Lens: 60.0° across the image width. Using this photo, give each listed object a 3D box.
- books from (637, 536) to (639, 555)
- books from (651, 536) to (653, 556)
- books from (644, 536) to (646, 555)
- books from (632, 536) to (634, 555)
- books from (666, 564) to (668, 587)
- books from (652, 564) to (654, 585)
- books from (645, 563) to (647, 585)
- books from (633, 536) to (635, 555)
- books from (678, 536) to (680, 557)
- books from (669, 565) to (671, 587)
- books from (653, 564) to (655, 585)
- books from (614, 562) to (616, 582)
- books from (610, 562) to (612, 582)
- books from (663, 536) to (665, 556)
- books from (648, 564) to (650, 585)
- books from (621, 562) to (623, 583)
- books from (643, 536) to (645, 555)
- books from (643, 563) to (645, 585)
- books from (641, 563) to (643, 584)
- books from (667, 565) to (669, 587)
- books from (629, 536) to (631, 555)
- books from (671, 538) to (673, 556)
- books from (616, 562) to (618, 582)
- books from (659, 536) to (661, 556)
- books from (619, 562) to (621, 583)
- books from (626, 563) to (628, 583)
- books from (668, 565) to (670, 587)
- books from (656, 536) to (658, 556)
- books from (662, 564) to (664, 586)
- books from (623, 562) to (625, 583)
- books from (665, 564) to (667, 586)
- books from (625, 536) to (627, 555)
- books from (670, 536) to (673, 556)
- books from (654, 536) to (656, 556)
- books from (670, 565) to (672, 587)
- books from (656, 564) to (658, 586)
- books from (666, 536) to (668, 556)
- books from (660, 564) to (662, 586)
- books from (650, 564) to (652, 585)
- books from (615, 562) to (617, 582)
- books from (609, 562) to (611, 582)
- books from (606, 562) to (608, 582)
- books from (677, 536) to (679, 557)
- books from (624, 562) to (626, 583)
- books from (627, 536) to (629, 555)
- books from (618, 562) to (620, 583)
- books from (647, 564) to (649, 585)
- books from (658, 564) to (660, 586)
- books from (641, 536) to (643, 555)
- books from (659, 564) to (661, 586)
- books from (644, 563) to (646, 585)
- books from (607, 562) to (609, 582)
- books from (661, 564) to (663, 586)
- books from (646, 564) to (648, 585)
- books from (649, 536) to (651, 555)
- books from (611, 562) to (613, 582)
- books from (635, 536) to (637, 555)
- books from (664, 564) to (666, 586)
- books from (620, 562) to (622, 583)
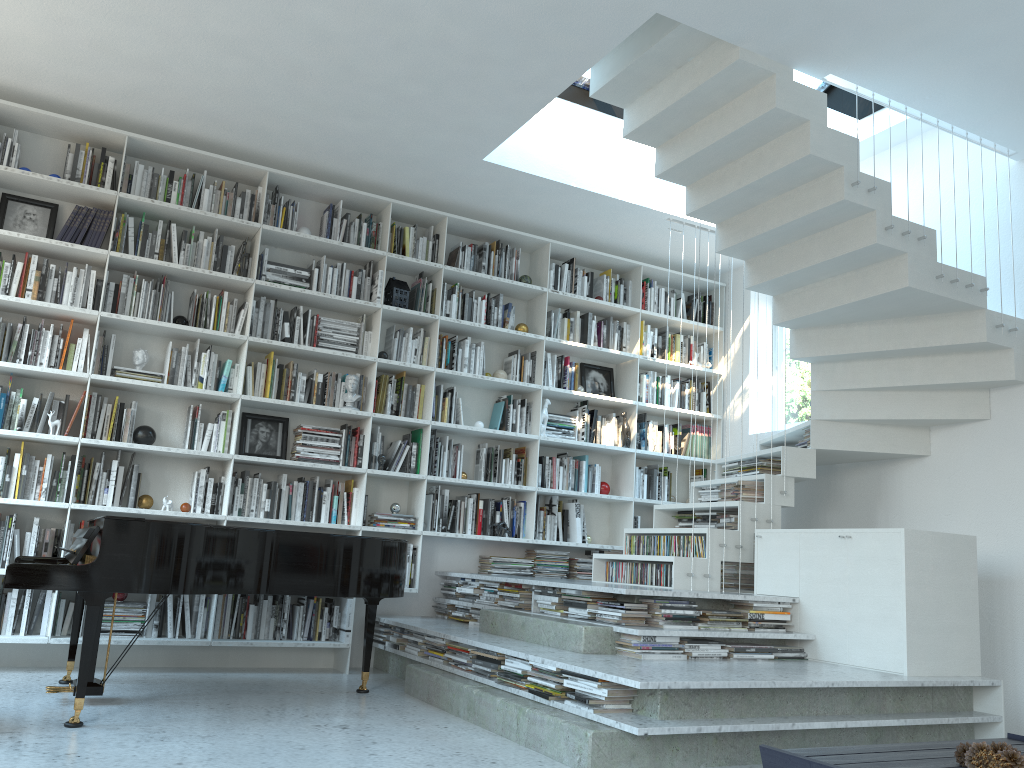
[{"bbox_3d":[0.855,1.039,5.681,0.125,0.125,0.008,9,-12,-27],"label":"books"},{"bbox_3d":[0.928,1.016,5.545,0.125,0.125,0.012,9,-12,-27],"label":"books"},{"bbox_3d":[0.891,1.028,5.613,0.125,0.125,0.008,9,-12,-27],"label":"books"},{"bbox_3d":[0.832,1.047,5.725,0.125,0.125,0.012,9,-12,-27],"label":"books"},{"bbox_3d":[0.948,1.113,5.141,0.125,0.125,0.010,9,-12,-27],"label":"books"},{"bbox_3d":[0.886,1.133,5.258,0.125,0.125,0.011,9,-12,-27],"label":"books"},{"bbox_3d":[0.853,1.144,5.320,0.125,0.125,0.008,9,-12,-27],"label":"books"},{"bbox_3d":[0.837,1.045,5.715,0.125,0.125,0.008,9,-12,-27],"label":"books"},{"bbox_3d":[1.051,0.977,5.313,0.125,0.125,0.009,9,-12,-27],"label":"books"},{"bbox_3d":[0.961,1.109,5.118,0.125,0.125,0.010,9,-12,-27],"label":"books"},{"bbox_3d":[0.890,1.132,5.250,0.125,0.125,0.008,9,-12,-27],"label":"books"},{"bbox_3d":[0.702,1.192,5.604,0.125,0.125,0.007,9,-12,-27],"label":"books"},{"bbox_3d":[0.683,1.198,5.640,0.125,0.125,0.008,9,-12,-27],"label":"books"},{"bbox_3d":[0.982,0.999,5.442,0.125,0.125,0.008,9,-12,-27],"label":"books"},{"bbox_3d":[0.868,1.139,5.293,0.125,0.125,0.008,9,-12,-27],"label":"books"},{"bbox_3d":[0.737,1.180,5.538,0.125,0.125,0.008,9,-12,-27],"label":"books"},{"bbox_3d":[0.888,1.029,5.619,0.125,0.125,0.008,9,-12,-27],"label":"books"},{"bbox_3d":[0.846,1.146,5.334,0.125,0.125,0.007,9,-12,-27],"label":"books"},{"bbox_3d":[0.835,1.149,5.354,0.125,0.125,0.008,9,-12,-27],"label":"books"},{"bbox_3d":[0.952,1.112,5.134,0.125,0.125,0.009,9,-12,-27],"label":"books"},{"bbox_3d":[0.816,1.052,5.754,0.125,0.125,0.009,9,-12,-27],"label":"books"},{"bbox_3d":[1.020,0.987,5.371,0.125,0.125,0.016,9,-12,-27],"label":"books"},{"bbox_3d":[0.713,1.188,5.584,0.125,0.125,0.008,9,-12,-27],"label":"books"},{"bbox_3d":[0.964,1.005,5.477,0.125,0.125,0.007,9,-12,-27],"label":"books"},{"bbox_3d":[0.727,1.184,5.557,0.125,0.125,0.007,9,-12,-27],"label":"books"},{"bbox_3d":[0.763,1.172,5.490,0.125,0.125,0.009,9,-12,-27],"label":"books"},{"bbox_3d":[0.956,1.111,5.126,0.125,0.125,0.007,9,-12,-27],"label":"books"},{"bbox_3d":[0.951,1.009,5.501,0.125,0.125,0.014,9,-12,-27],"label":"books"},{"bbox_3d":[0.929,1.119,5.177,0.125,0.125,0.010,9,-12,-27],"label":"books"},{"bbox_3d":[0.748,1.177,5.517,0.125,0.125,0.009,9,-12,-27],"label":"books"},{"bbox_3d":[0.943,1.115,5.151,0.125,0.125,0.012,9,-12,-27],"label":"books"},{"bbox_3d":[0.795,1.058,5.794,0.125,0.125,0.008,9,-12,-27],"label":"books"},{"bbox_3d":[1.015,0.989,5.380,0.125,0.125,0.009,9,-12,-27],"label":"books"},{"bbox_3d":[0.941,1.012,5.519,0.125,0.125,0.007,9,-12,-27],"label":"books"},{"bbox_3d":[0.966,1.108,5.108,0.125,0.125,0.014,9,-12,-27],"label":"books"},{"bbox_3d":[0.902,1.128,5.229,0.125,0.125,0.012,9,-12,-27],"label":"books"},{"bbox_3d":[0.996,0.994,5.416,0.125,0.125,0.008,9,-12,-27],"label":"books"},{"bbox_3d":[0.921,1.122,5.192,0.125,0.125,0.008,9,-12,-27],"label":"books"},{"bbox_3d":[0.878,1.136,5.273,0.125,0.125,0.008,9,-12,-27],"label":"books"},{"bbox_3d":[0.709,1.189,5.591,0.125,0.125,0.008,9,-12,-27],"label":"books"},{"bbox_3d":[0.676,1.200,5.653,0.125,0.125,0.007,9,-12,-27],"label":"books"},{"bbox_3d":[0.660,1.205,5.683,0.125,0.125,0.008,9,-12,-27],"label":"books"},{"bbox_3d":[1.044,0.980,5.326,0.125,0.125,0.018,9,-12,-27],"label":"books"},{"bbox_3d":[0.752,1.176,5.510,0.125,0.125,0.007,9,-12,-27],"label":"books"},{"bbox_3d":[0.806,1.055,5.773,0.125,0.125,0.008,9,-12,-27],"label":"books"},{"bbox_3d":[0.723,1.185,5.564,0.125,0.125,0.007,9,-12,-27],"label":"books"},{"bbox_3d":[0.864,1.140,5.299,0.125,0.125,0.008,9,-12,-27],"label":"books"},{"bbox_3d":[0.914,1.124,5.205,0.125,0.125,0.007,9,-12,-27],"label":"books"},{"bbox_3d":[0.877,1.032,5.639,0.125,0.125,0.009,9,-12,-27],"label":"books"},{"bbox_3d":[0.918,1.123,5.199,0.125,0.125,0.007,9,-12,-27],"label":"books"},{"bbox_3d":[0.849,1.145,5.328,0.125,0.125,0.008,9,-12,-27],"label":"books"},{"bbox_3d":[0.664,1.204,5.675,0.125,0.125,0.010,9,-12,-27],"label":"books"},{"bbox_3d":[0.925,1.121,5.185,0.125,0.125,0.008,9,-12,-27],"label":"books"},{"bbox_3d":[0.860,1.141,5.307,0.125,0.125,0.010,9,-12,-27],"label":"books"},{"bbox_3d":[0.916,1.020,5.566,0.125,0.125,0.008,9,-12,-27],"label":"books"},{"bbox_3d":[0.687,1.196,5.633,0.125,0.125,0.010,9,-12,-27],"label":"books"},{"bbox_3d":[0.848,1.042,5.695,0.125,0.125,0.007,9,-12,-27],"label":"books"},{"bbox_3d":[0.938,1.117,5.160,0.125,0.125,0.008,9,-12,-27],"label":"books"},{"bbox_3d":[0.734,1.181,5.544,0.125,0.125,0.008,9,-12,-27],"label":"books"}]
